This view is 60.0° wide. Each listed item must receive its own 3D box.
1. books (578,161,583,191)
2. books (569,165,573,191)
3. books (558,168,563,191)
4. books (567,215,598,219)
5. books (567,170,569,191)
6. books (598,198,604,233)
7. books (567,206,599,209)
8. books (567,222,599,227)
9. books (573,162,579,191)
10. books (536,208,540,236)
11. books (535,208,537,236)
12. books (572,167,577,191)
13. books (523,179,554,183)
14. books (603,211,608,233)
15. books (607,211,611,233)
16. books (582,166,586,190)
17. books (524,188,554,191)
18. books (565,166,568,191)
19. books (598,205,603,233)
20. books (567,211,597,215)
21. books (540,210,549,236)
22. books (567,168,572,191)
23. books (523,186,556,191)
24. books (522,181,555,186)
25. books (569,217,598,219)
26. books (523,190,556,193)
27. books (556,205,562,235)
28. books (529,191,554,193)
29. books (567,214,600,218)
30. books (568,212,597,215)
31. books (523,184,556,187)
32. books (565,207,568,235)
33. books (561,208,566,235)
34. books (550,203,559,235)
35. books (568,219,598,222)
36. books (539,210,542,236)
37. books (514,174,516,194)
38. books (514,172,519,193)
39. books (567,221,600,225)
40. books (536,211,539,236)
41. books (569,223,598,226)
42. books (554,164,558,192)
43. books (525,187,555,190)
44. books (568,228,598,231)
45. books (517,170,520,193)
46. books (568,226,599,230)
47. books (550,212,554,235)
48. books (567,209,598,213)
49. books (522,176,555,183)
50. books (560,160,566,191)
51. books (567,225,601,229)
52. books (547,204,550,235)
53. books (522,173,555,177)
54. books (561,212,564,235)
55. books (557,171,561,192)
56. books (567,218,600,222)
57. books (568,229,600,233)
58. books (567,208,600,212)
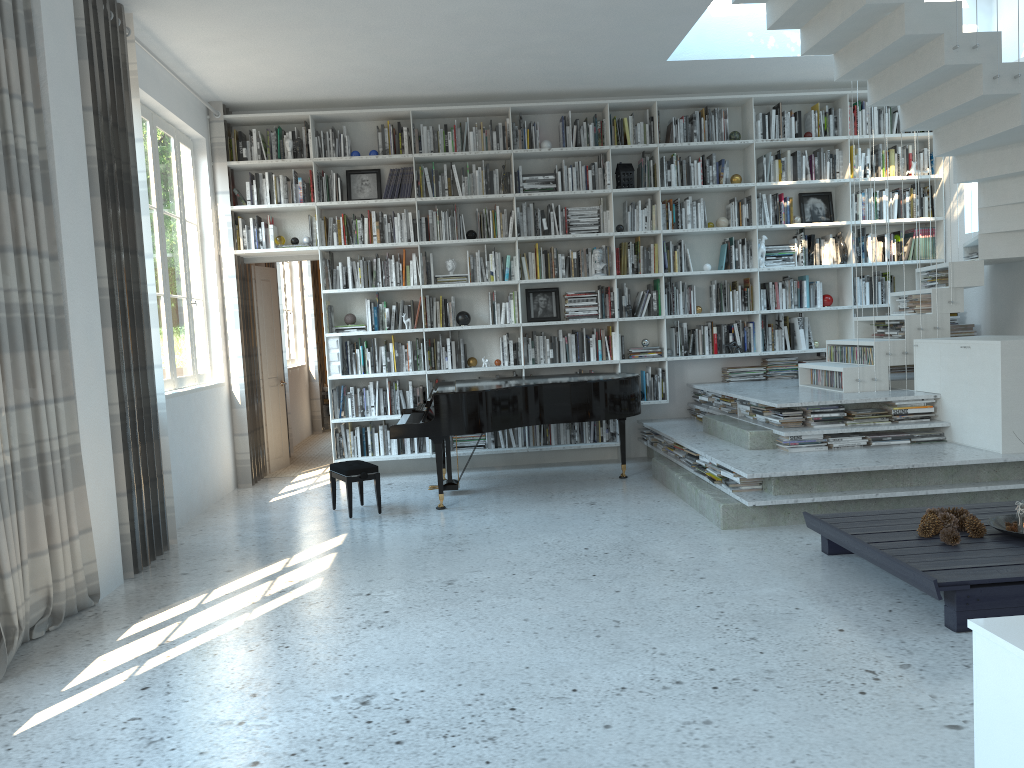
[{"bbox_3d":[0.591,-1.802,7.783,0.023,0.270,0.184,-3,4,-3],"label":"books"},{"bbox_3d":[0.517,-1.786,7.790,0.012,0.244,0.131,-3,4,-3],"label":"books"},{"bbox_3d":[0.429,-1.772,7.800,0.024,0.223,0.128,-3,4,-3],"label":"books"},{"bbox_3d":[0.619,-1.467,7.818,0.254,0.012,0.160,-3,4,-1],"label":"books"},{"bbox_3d":[0.480,-1.764,7.791,0.011,0.204,0.133,-3,4,-3],"label":"books"},{"bbox_3d":[0.788,-1.472,7.829,0.012,0.319,0.139,-3,4,-3],"label":"books"},{"bbox_3d":[0.615,-1.542,7.812,0.285,0.012,0.159,-3,4,-1],"label":"books"},{"bbox_3d":[0.623,-1.407,7.822,0.254,0.012,0.160,-3,4,-5],"label":"books"},{"bbox_3d":[0.564,-1.804,7.802,0.029,0.274,0.140,-3,4,-3],"label":"books"},{"bbox_3d":[0.229,-1.406,7.791,0.014,0.250,0.172,-3,4,-3],"label":"books"},{"bbox_3d":[0.203,-1.405,7.793,0.011,0.252,0.152,-3,4,-3],"label":"books"},{"bbox_3d":[0.538,-1.774,7.782,0.028,0.219,0.183,-3,4,-3],"label":"books"},{"bbox_3d":[0.233,-1.769,7.768,0.254,0.025,0.160,-4,4,-7],"label":"books"},{"bbox_3d":[0.812,-1.413,7.832,0.029,0.198,0.171,-3,4,-3],"label":"books"},{"bbox_3d":[0.841,-1.419,7.839,0.030,0.205,0.158,-3,4,-3],"label":"books"},{"bbox_3d":[0.616,-1.780,7.777,0.023,0.223,0.190,-3,4,-3],"label":"books"},{"bbox_3d":[0.235,-1.690,7.771,0.254,0.012,0.160,-3,4,2],"label":"books"},{"bbox_3d":[0.464,-1.779,7.777,0.021,0.238,0.171,-3,4,-3],"label":"books"},{"bbox_3d":[0.778,-1.438,7.815,0.012,0.254,0.160,-3,4,-3],"label":"books"},{"bbox_3d":[0.617,-1.505,7.815,0.254,0.012,0.160,-3,4,-1],"label":"books"},{"bbox_3d":[0.281,-1.401,7.790,0.066,0.237,0.153,-3,4,-3],"label":"books"},{"bbox_3d":[0.499,-1.770,7.777,0.027,0.216,0.190,-3,4,-3],"label":"books"},{"bbox_3d":[0.234,-1.715,7.773,0.285,0.012,0.159,-3,4,-6],"label":"books"},{"bbox_3d":[0.234,-1.744,7.767,0.285,0.024,0.159,-3,4,2],"label":"books"},{"bbox_3d":[0.620,-1.455,7.816,0.254,0.012,0.160,-3,4,-6],"label":"books"},{"bbox_3d":[0.236,-1.678,7.776,0.285,0.012,0.159,-3,4,0],"label":"books"},{"bbox_3d":[0.410,-1.425,7.791,0.021,0.269,0.191,-3,4,-3],"label":"books"},{"bbox_3d":[0.237,-1.666,7.775,0.254,0.012,0.160,-3,4,1],"label":"books"},{"bbox_3d":[0.619,-1.480,7.819,0.285,0.012,0.159,-3,4,-4],"label":"books"},{"bbox_3d":[0.618,-1.491,7.809,0.254,0.012,0.160,-3,4,2],"label":"books"},{"bbox_3d":[0.233,-1.727,7.775,0.285,0.012,0.159,-3,4,-5],"label":"books"},{"bbox_3d":[0.467,-1.417,7.790,0.013,0.247,0.176,-3,4,-3],"label":"books"},{"bbox_3d":[0.453,-1.415,7.801,0.015,0.245,0.183,-3,4,-3],"label":"books"},{"bbox_3d":[0.374,-1.435,7.802,0.049,0.291,0.162,-3,4,-3],"label":"books"},{"bbox_3d":[0.621,-1.431,7.822,0.254,0.012,0.160,-3,4,-2],"label":"books"},{"bbox_3d":[0.242,-1.401,7.793,0.011,0.240,0.147,-3,4,-3],"label":"books"},{"bbox_3d":[0.014,-1.763,7.763,0.012,0.254,0.160,-3,4,-3],"label":"books"},{"bbox_3d":[0.036,-1.736,7.746,0.027,0.201,0.167,-3,4,-3],"label":"books"},{"bbox_3d":[0.622,-1.419,7.824,0.285,0.012,0.159,-3,4,-2],"label":"books"},{"bbox_3d":[0.215,-1.397,7.795,0.014,0.233,0.147,-3,4,-3],"label":"books"},{"bbox_3d":[0.623,-1.395,7.823,0.254,0.012,0.160,-3,4,-1],"label":"books"},{"bbox_3d":[0.387,-1.783,7.772,0.012,0.254,0.160,-3,4,-3],"label":"books"},{"bbox_3d":[0.234,-1.702,7.775,0.254,0.012,0.160,-3,4,-6],"label":"books"},{"bbox_3d":[0.625,-1.359,7.830,0.254,0.012,0.160,-3,4,-3],"label":"books"},{"bbox_3d":[0.055,-1.747,7.760,0.013,0.218,0.141,-3,4,-3],"label":"books"},{"bbox_3d":[0.625,-1.371,7.827,0.254,0.012,0.160,-3,4,-4],"label":"books"},{"bbox_3d":[0.348,-1.396,7.801,0.024,0.217,0.147,-3,4,-3],"label":"books"},{"bbox_3d":[0.616,-1.518,7.818,0.254,0.012,0.160,-3,4,-3],"label":"books"},{"bbox_3d":[0.231,-1.793,7.770,0.285,0.024,0.159,-3,4,-1],"label":"books"},{"bbox_3d":[0.447,-1.800,7.758,0.011,0.284,0.190,-3,4,-3],"label":"books"},{"bbox_3d":[0.624,-1.383,7.822,0.285,0.012,0.159,-3,4,-6],"label":"books"},{"bbox_3d":[0.323,-1.429,7.803,0.022,0.286,0.130,-3,4,-3],"label":"books"},{"bbox_3d":[0.229,-1.818,7.773,0.285,0.024,0.159,-3,4,-3],"label":"books"},{"bbox_3d":[0.433,-1.401,7.810,0.024,0.216,0.132,-3,4,-3],"label":"books"},{"bbox_3d":[0.407,-1.751,7.771,0.025,0.187,0.193,-3,4,-3],"label":"books"},{"bbox_3d":[0.621,-1.443,7.817,0.285,0.012,0.159,-3,4,0],"label":"books"},{"bbox_3d":[0.626,-1.347,7.829,0.285,0.012,0.159,-3,4,-2],"label":"books"},{"bbox_3d":[0.616,-1.529,7.806,0.285,0.012,0.159,-4,4,-8],"label":"books"}]
